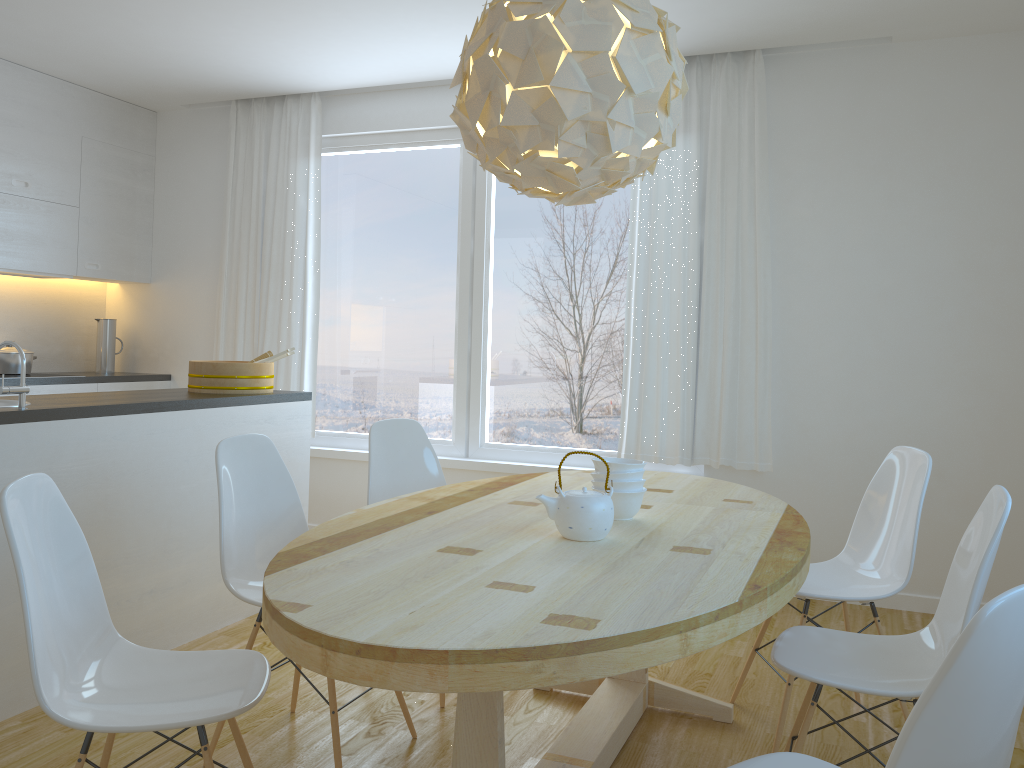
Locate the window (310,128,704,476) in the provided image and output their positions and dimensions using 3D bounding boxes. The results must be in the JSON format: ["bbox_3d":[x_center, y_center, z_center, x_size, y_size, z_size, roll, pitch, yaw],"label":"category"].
[{"bbox_3d":[-0.220,-0.535,5.154,2.728,1.920,0.088,2,-1,22],"label":"window"}]

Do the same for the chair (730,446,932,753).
[{"bbox_3d":[1.025,0.647,2.830,0.523,0.902,0.429,2,-1,-3],"label":"chair"}]

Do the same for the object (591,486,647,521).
[{"bbox_3d":[0.293,0.326,2.432,0.152,0.082,0.152,1,2,-29],"label":"object"}]

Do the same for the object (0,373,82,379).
[{"bbox_3d":[-2.894,-0.044,5.015,0.562,0.013,0.654,2,3,22],"label":"object"}]

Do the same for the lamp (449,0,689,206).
[{"bbox_3d":[0.160,-1.049,2.443,0.647,1.136,0.638,1,0,21],"label":"lamp"}]

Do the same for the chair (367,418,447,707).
[{"bbox_3d":[-0.272,0.596,3.238,0.523,0.902,0.429,1,-1,42],"label":"chair"}]

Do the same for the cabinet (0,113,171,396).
[{"bbox_3d":[-3.049,-0.328,4.438,0.481,2.302,3.200,1,1,22],"label":"cabinet"}]

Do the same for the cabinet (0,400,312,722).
[{"bbox_3d":[-1.686,0.555,3.196,0.601,0.910,2.400,1,2,22],"label":"cabinet"}]

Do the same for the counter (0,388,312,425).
[{"bbox_3d":[-1.673,0.080,3.206,0.601,0.040,2.400,2,3,22],"label":"counter"}]

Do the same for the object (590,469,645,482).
[{"bbox_3d":[0.290,0.279,2.438,0.151,0.096,0.152,3,2,38],"label":"object"}]

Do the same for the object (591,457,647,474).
[{"bbox_3d":[0.294,0.251,2.438,0.151,0.087,0.152,0,2,-40],"label":"object"}]

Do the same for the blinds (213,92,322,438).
[{"bbox_3d":[-1.540,-0.766,5.476,0.795,2.162,0.150,1,-1,21],"label":"blinds"}]

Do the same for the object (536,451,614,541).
[{"bbox_3d":[0.163,0.269,2.174,0.177,0.212,0.147,2,0,21],"label":"object"}]

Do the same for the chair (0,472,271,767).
[{"bbox_3d":[-0.747,0.641,1.822,0.523,0.902,0.429,2,-1,-8],"label":"chair"}]

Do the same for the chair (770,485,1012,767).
[{"bbox_3d":[0.860,0.674,2.085,0.523,0.902,0.429,1,-1,22],"label":"chair"}]

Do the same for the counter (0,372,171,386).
[{"bbox_3d":[-2.893,-0.026,5.010,0.600,0.040,2.000,2,3,22],"label":"counter"}]

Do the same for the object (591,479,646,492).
[{"bbox_3d":[0.292,0.303,2.436,0.152,0.093,0.151,1,2,-29],"label":"object"}]

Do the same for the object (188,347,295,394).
[{"bbox_3d":[-1.273,-0.072,4.102,0.429,0.214,0.379,0,2,-40],"label":"object"}]

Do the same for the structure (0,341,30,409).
[{"bbox_3d":[-1.634,-0.031,2.827,0.162,0.215,0.097,2,-1,22],"label":"structure"}]

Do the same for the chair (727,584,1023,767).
[{"bbox_3d":[0.484,0.695,1.321,0.429,0.902,0.523,2,-1,-38],"label":"chair"}]

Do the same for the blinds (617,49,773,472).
[{"bbox_3d":[0.936,-0.660,4.492,0.795,2.162,0.150,1,-1,22],"label":"blinds"}]

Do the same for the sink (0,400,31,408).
[{"bbox_3d":[-1.823,0.141,2.925,0.404,0.157,0.404,1,2,-27],"label":"sink"}]

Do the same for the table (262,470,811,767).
[{"bbox_3d":[0.162,0.730,2.373,1.194,0.725,2.189,2,2,20],"label":"table"}]
